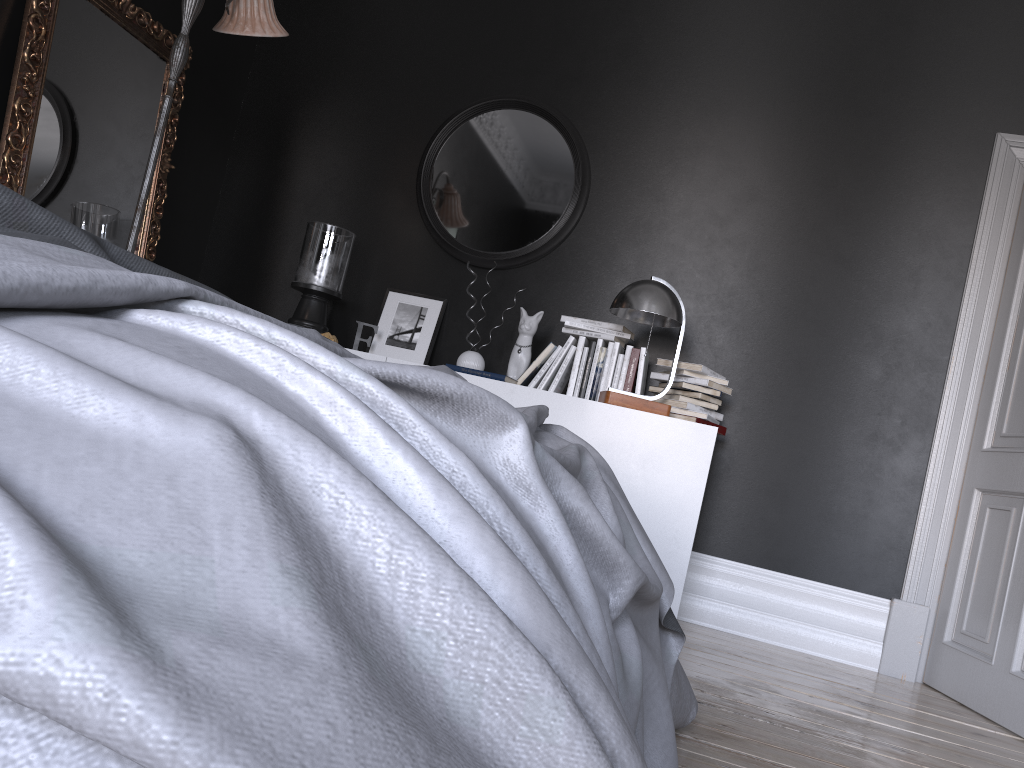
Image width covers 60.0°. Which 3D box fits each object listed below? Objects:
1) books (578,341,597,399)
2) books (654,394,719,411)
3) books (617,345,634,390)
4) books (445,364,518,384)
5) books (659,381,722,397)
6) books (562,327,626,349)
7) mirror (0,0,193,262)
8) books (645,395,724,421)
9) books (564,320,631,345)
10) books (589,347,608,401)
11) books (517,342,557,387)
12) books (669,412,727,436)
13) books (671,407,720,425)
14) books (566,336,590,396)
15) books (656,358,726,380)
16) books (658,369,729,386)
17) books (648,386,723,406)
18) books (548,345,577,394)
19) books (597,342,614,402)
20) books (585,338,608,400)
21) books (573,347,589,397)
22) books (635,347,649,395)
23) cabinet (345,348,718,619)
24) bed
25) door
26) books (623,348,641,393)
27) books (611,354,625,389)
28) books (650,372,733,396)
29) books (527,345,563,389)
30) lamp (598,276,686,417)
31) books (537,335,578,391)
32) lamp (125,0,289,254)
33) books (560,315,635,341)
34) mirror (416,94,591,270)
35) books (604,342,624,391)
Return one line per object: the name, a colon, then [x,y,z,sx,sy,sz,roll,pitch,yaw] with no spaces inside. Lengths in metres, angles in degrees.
books: [0.362,-0.045,4.143,0.030,0.289,0.193,12,-3,13]
books: [0.789,0.083,4.053,0.203,0.029,0.268,14,-4,-16]
books: [0.530,-0.014,4.156,0.030,0.306,0.221,12,-3,14]
books: [-0.133,-0.038,3.967,0.289,0.030,0.193,12,-4,19]
books: [0.808,0.026,4.052,0.193,0.030,0.289,14,-4,-12]
books: [0.387,-0.218,4.181,0.258,0.026,0.196,11,-4,24]
mirror: [-1.863,-0.645,3.865,0.254,2.190,0.993,12,-3,14]
books: [0.784,0.111,4.042,0.228,0.031,0.319,9,-5,43]
books: [0.398,-0.242,4.179,0.307,0.024,0.220,13,-4,4]
books: [0.407,-0.024,4.115,0.029,0.269,0.205,12,-3,14]
books: [0.125,-0.074,4.194,0.158,0.246,0.203,12,-3,14]
books: [0.799,0.175,4.015,0.234,0.038,0.295,10,-5,41]
books: [0.802,0.144,4.026,0.228,0.025,0.320,11,-4,24]
books: [0.317,-0.059,4.208,0.030,0.306,0.221,12,-3,14]
books: [0.818,-0.058,4.043,0.220,0.030,0.307,10,-4,33]
books: [0.828,-0.026,4.080,0.220,0.024,0.307,14,-4,-11]
books: [0.792,0.054,4.063,0.289,0.030,0.193,9,-5,45]
books: [0.249,-0.050,4.195,0.091,0.256,0.196,12,-3,14]
books: [0.450,-0.031,4.175,0.030,0.306,0.221,12,-3,14]
books: [0.395,-0.045,4.160,0.024,0.307,0.220,12,-3,14]
books: [0.337,-0.033,4.174,0.026,0.258,0.196,12,-3,14]
books: [0.598,-0.002,4.111,0.050,0.308,0.220,12,-3,14]
cabinet: [-0.335,0.396,4.147,2.394,0.881,0.571,12,-3,13]
bed: [-0.992,-0.141,1.572,3.283,1.297,2.769,13,-4,2]
door: [2.148,0.151,3.480,0.216,2.372,1.099,13,-3,1]
books: [0.557,-0.004,4.123,0.038,0.295,0.236,12,-3,14]
books: [0.492,0.000,4.136,0.026,0.258,0.196,12,-3,14]
books: [0.820,-0.002,4.058,0.306,0.030,0.221,9,-5,43]
books: [0.170,-0.061,4.214,0.132,0.244,0.196,12,-3,14]
lamp: [0.562,-0.175,3.829,0.341,0.590,0.328,13,-3,-6]
books: [0.222,-0.077,4.202,0.126,0.296,0.220,12,-3,14]
lamp: [-1.412,-0.693,3.384,0.989,2.409,0.771,16,-4,-44]
books: [0.409,-0.266,4.207,0.306,0.030,0.221,11,-4,23]
mirror: [-0.055,-1.051,4.578,0.923,0.923,0.061,12,-3,13]
books: [0.470,-0.029,4.142,0.024,0.307,0.220,12,-3,14]
